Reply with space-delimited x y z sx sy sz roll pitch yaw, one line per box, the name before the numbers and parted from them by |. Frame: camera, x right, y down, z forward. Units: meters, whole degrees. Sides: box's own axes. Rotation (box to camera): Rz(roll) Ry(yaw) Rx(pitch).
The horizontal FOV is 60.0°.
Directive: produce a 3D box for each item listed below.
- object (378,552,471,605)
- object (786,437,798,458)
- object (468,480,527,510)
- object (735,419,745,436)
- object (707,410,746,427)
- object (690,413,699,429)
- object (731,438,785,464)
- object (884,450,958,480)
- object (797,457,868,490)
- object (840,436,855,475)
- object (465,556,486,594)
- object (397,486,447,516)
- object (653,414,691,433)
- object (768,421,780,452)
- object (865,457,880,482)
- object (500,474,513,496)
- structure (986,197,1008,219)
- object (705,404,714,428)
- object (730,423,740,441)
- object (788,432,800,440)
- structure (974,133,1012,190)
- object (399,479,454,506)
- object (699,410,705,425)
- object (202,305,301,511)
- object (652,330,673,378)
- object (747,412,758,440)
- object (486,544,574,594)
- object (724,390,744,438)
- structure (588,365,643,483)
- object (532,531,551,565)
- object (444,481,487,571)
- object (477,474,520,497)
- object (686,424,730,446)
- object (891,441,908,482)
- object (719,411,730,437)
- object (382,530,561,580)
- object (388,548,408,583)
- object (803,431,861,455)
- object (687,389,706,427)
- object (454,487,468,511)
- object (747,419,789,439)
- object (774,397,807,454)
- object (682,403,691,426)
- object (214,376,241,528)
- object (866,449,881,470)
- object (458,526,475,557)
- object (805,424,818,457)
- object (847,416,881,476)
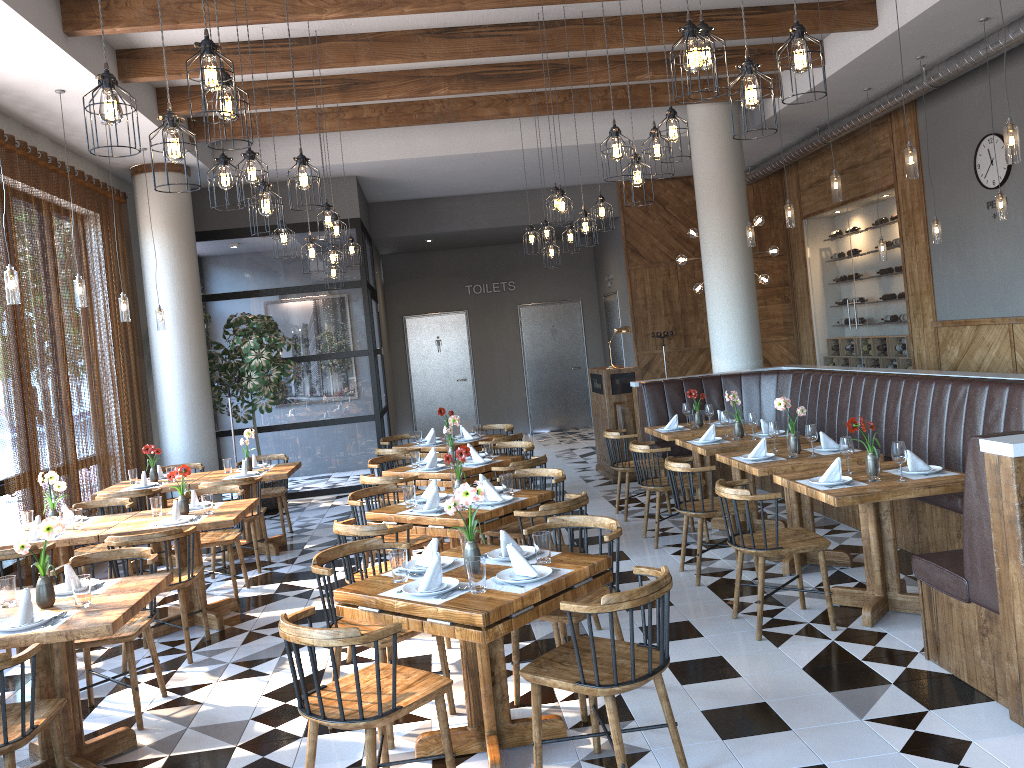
object | -0.336 0.768 3.598 0.351 0.137 0.272 -4 3 40
object | 1.901 0.431 6.001 0.080 0.132 0.080 -6 1 0
object | -0.119 0.659 5.423 0.272 0.137 0.353 -4 3 40
object | 1.903 0.365 7.370 0.080 0.132 0.080 -6 1 -5
object | 2.011 0.305 8.346 0.272 0.137 0.352 -6 2 -5
object | 1.701 0.344 8.224 0.080 0.132 0.080 -6 1 -20
object | 1.689 0.445 6.109 0.272 0.137 0.352 -6 2 -5
object | 2.311 0.434 5.029 0.272 0.137 0.352 -6 2 -5
object | 1.790 0.488 4.991 0.272 0.137 0.352 -6 2 -5
object | 1.974 0.420 5.213 0.081 0.215 0.081 -6 1 3
object | -0.138 0.756 3.500 0.080 0.132 0.080 -6 1 -30
object | -0.494 0.698 5.385 0.351 0.137 0.272 -4 3 40
object | 1.490 0.359 8.307 0.272 0.137 0.352 -6 2 -5
object | 1.873 0.376 6.332 0.081 0.215 0.081 -6 1 -42
object | 2.000 0.474 4.905 0.080 0.132 0.080 -6 1 -20
object | -0.029 0.642 5.631 0.080 0.132 0.080 -6 1 0
structure | 4.957 -1.784 9.044 0.021 0.197 0.306 -6 2 -5
object | 1.818 0.294 8.153 0.081 0.215 0.081 -5 1 26
object | 1.800 0.387 7.124 0.080 0.132 0.080 -6 1 -20
object | 2.002 0.408 6.273 0.080 0.132 0.080 -6 1 -5
structure | 4.897 -2.266 9.029 0.046 0.560 0.561 -6 2 -5
object | -0.534 0.684 5.761 0.272 0.137 0.353 -4 3 40
object | 1.804 0.322 8.469 0.080 0.132 0.080 -6 1 -5
object | -3.357 0.267 10.608 1.637 2.591 1.378 -6 1 -21
object | 2.402 0.011 13.698 0.374 1.658 0.375 -6 0 17
object | 1.917 0.337 7.053 0.081 0.215 0.081 -5 1 26
object | 0.039 0.729 3.636 0.272 0.137 0.353 -4 3 40
object | 1.817 0.245 7.243 0.146 0.400 0.207 -6 1 3
structure | 1.365 0.437 10.745 0.645 1.300 1.046 -6 1 -5
object | 0.133 0.712 3.846 0.080 0.132 0.080 -7 1 -40
object | -0.189 0.613 3.775 0.206 0.400 0.146 -6 1 15
object | -0.159 0.645 5.798 0.351 0.137 0.272 -4 3 40
object | 1.589 0.401 7.213 0.272 0.137 0.352 -6 2 -5
object | 2.118 0.424 4.833 0.081 0.215 0.081 -6 1 -36
object | 1.776 0.334 7.401 0.081 0.215 0.081 -6 1 -13
object | -0.186 0.736 3.964 0.576 0.137 0.583 -4 3 40
object | -0.481 0.777 3.778 0.080 0.132 0.080 -6 1 -30
object | 2.210 0.391 6.147 0.272 0.137 0.352 -6 2 -5
object | 1.738 0.223 8.340 0.156 0.355 0.171 -6 1 -12
object | -0.300 0.686 5.285 0.080 0.132 0.080 -6 1 10
object | 2.110 0.347 7.251 0.272 0.137 0.352 -6 2 -5
object | 1.942 0.285 6.152 0.206 0.400 0.146 -6 1 -3
object | 1.677 0.291 8.500 0.081 0.215 0.081 -6 1 -13
object | -3.081 0.746 9.850 0.374 1.658 0.375 -6 0 17
object | 2.104 0.452 5.150 0.080 0.132 0.080 -6 1 -5
object | -0.205 0.733 4.113 0.080 0.132 0.080 -7 1 -40
object | 2.016 0.380 5.956 0.081 0.215 0.081 -6 1 -42
object | 1.998 0.356 5.032 0.171 0.355 0.156 -6 1 -2
